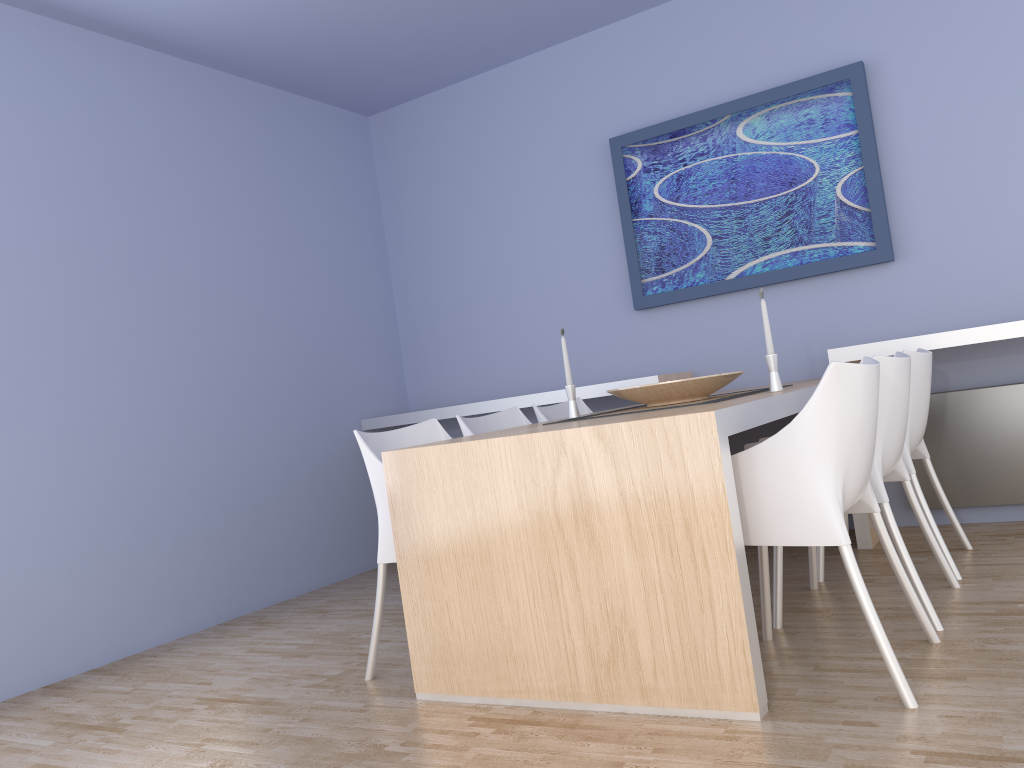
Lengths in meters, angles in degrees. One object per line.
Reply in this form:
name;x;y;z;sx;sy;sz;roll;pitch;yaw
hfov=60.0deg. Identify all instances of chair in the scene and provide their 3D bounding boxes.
chair;1.081;0.318;2.835;0.486;0.793;0.510;-9;-2;32
chair;0.400;0.443;3.904;0.486;0.793;0.510;-9;-2;31
chair;-0.195;0.505;2.923;0.486;0.793;0.510;-9;-2;31
chair;0.103;0.474;3.413;0.486;0.793;0.510;-9;-2;31
chair;0.773;0.350;2.327;0.486;0.793;0.510;-9;-2;31
chair;1.385;0.286;3.337;0.486;0.793;0.510;-9;-2;31

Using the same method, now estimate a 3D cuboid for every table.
table;0.701;0.422;3.297;1.002;0.718;2.340;-9;-2;31

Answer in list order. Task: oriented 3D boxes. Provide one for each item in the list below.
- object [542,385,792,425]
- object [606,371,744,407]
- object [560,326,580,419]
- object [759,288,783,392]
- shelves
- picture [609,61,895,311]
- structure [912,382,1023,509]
object;0.601;0.069;3.210;0.594;0.005;0.986;-9;-2;31
object;0.594;0.028;3.215;0.493;0.081;0.493;-7;-2;-40
object;0.210;-0.046;3.336;0.045;0.349;0.045;-8;-1;-17
object;0.851;-0.149;2.941;0.045;0.349;0.045;-9;-2;31
shelves;0.949;0.348;4.243;3.901;0.840;0.463;-9;-2;31
picture;1.106;-0.911;4.281;1.252;0.901;0.049;-9;-2;31
structure;1.111;0.413;4.360;3.843;0.503;0.064;-9;-2;31
